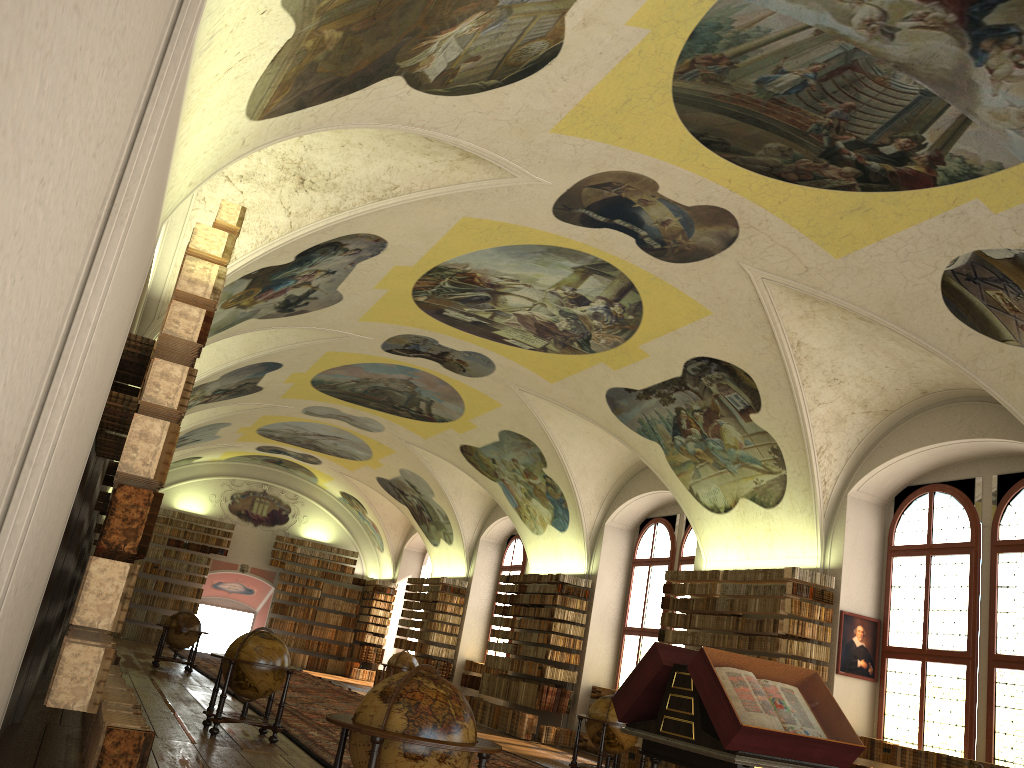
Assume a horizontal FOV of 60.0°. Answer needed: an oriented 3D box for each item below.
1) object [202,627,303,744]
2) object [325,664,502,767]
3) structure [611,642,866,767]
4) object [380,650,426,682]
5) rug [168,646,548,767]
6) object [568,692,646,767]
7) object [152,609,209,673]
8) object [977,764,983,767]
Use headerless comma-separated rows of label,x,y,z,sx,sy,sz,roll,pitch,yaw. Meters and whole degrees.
object,-3.582,4.094,12.240,1.278,1.441,1.287,6,-17,14
object,-0.745,2.734,6.295,1.278,1.441,1.286,1,-19,29
structure,1.804,3.338,7.577,1.248,1.970,1.898,17,-18,-21
object,-3.017,7.964,24.080,1.278,1.441,1.287,5,-18,19
rug,-2.454,6.288,16.222,4.713,0.064,37.029,18,-19,-21
object,1.610,5.745,14.383,1.278,1.441,1.286,1,-19,29
object,-8.220,6.312,21.945,1.278,1.441,1.287,5,-18,19
object,4.446,4.385,8.437,1.278,1.441,1.287,6,-17,14
